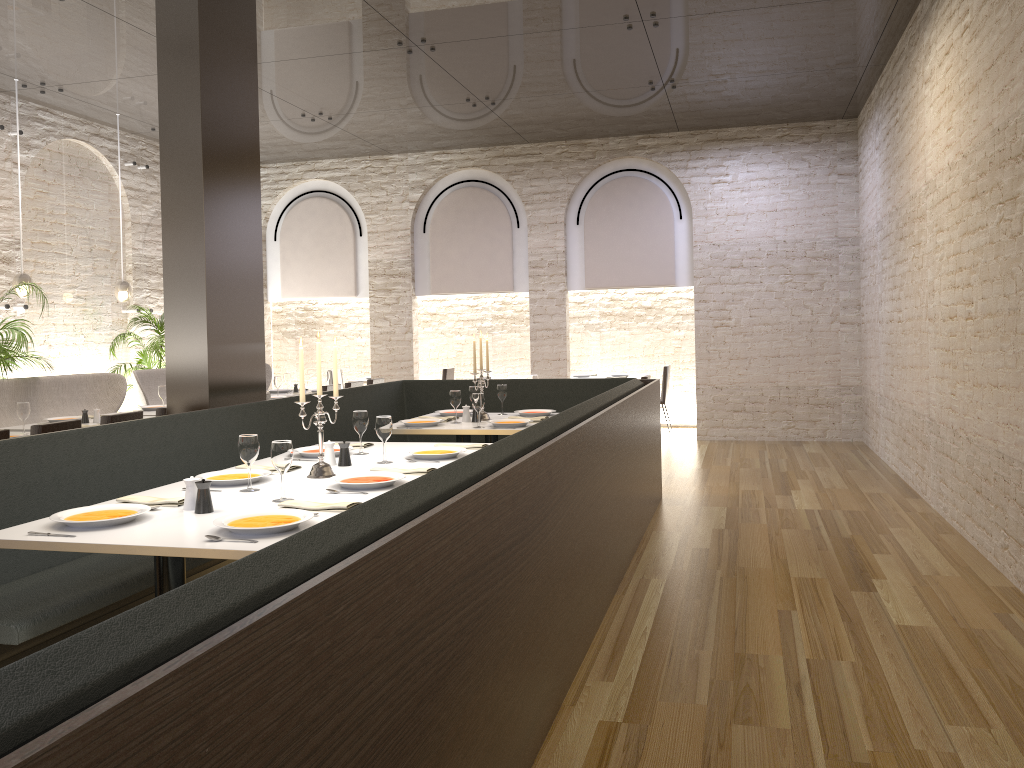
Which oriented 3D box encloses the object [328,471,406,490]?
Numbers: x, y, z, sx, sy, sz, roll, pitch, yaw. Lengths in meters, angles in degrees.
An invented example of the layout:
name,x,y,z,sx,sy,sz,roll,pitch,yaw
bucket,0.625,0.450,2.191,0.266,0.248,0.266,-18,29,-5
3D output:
name,x,y,z,sx,sy,sz,roll,pitch,yaw
object,-0.607,0.410,3.722,0.321,0.036,0.322,1,4,34

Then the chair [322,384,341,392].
name,x,y,z,sx,sy,sz,roll,pitch,yaw
chair,-2.064,0.461,9.091,0.565,0.905,0.412,-1,1,15

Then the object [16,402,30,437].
name,x,y,z,sx,sy,sz,roll,pitch,yaw
object,-3.329,0.240,6.039,0.086,0.231,0.086,-2,1,-33

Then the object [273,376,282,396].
name,x,y,z,sx,sy,sz,roll,pitch,yaw
object,-2.467,0.035,9.331,0.086,0.231,0.086,0,2,45

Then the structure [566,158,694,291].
name,x,y,z,sx,sy,sz,roll,pitch,yaw
structure,1.497,-2.063,11.389,1.633,1.674,0.098,-1,1,15

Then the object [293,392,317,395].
name,x,y,z,sx,sy,sz,roll,pitch,yaw
object,-2.271,0.109,9.807,0.273,0.033,0.143,0,3,15

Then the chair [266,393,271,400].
name,x,y,z,sx,sy,sz,roll,pitch,yaw
chair,-2.421,0.547,7.728,0.565,0.905,0.412,-1,1,15

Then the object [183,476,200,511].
name,x,y,z,sx,sy,sz,roll,pitch,yaw
object,-1.185,0.405,3.284,0.069,0.126,0.069,0,2,38

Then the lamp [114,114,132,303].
name,x,y,z,sx,sy,sz,roll,pitch,yaw
lamp,-4.249,-1.906,9.624,0.178,2.039,0.178,-1,1,-6

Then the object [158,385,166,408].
name,x,y,z,sx,sy,sz,roll,pitch,yaw
object,-3.106,0.130,7.896,0.086,0.231,0.086,0,2,45

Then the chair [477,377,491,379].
name,x,y,z,sx,sy,sz,roll,pitch,yaw
chair,-0.072,0.377,9.792,0.565,0.905,0.412,-1,1,15

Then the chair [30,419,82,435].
name,x,y,z,sx,sy,sz,roll,pitch,yaw
chair,-3.005,0.686,5.495,0.565,0.905,0.412,-1,1,15

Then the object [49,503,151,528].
name,x,y,z,sx,sy,sz,roll,pitch,yaw
object,-1.429,0.464,3.085,0.321,0.036,0.322,-1,3,12

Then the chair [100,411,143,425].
name,x,y,z,sx,sy,sz,roll,pitch,yaw
chair,-2.855,0.650,6.068,0.565,0.905,0.412,-1,1,15

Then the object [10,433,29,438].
name,x,y,z,sx,sy,sz,roll,pitch,yaw
object,-3.326,0.355,5.770,0.322,0.036,0.322,-2,3,-7

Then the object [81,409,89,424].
name,x,y,z,sx,sy,sz,roll,pitch,yaw
object,-3.330,0.251,6.913,0.059,0.109,0.059,-1,1,6

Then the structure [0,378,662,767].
name,x,y,z,sx,sy,sz,roll,pitch,yaw
structure,-1.273,0.772,2.437,2.371,1.000,10.763,-1,3,15

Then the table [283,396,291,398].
name,x,y,z,sx,sy,sz,roll,pitch,yaw
table,-2.714,0.546,9.127,0.936,0.759,1.012,-1,2,15

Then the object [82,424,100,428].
name,x,y,z,sx,sy,sz,roll,pitch,yaw
object,-3.122,0.313,6.555,0.273,0.033,0.143,0,3,15

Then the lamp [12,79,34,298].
name,x,y,z,sx,sy,sz,roll,pitch,yaw
lamp,-4.600,-1.822,8.282,0.178,2.039,0.178,-1,1,-6

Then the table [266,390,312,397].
name,x,y,z,sx,sy,sz,roll,pitch,yaw
table,-2.425,0.477,10.230,0.936,0.759,1.012,-1,2,15

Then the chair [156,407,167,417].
name,x,y,z,sx,sy,sz,roll,pitch,yaw
chair,-2.711,0.616,6.618,0.565,0.905,0.412,-1,1,15

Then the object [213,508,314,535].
name,x,y,z,sx,sy,sz,roll,pitch,yaw
object,-0.816,0.460,2.922,0.321,0.036,0.322,-2,3,-9

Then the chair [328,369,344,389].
name,x,y,z,sx,sy,sz,roll,pitch,yaw
chair,-2.404,0.237,13.185,0.565,0.905,0.412,-1,1,15

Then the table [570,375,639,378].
name,x,y,z,sx,sy,sz,roll,pitch,yaw
table,1.236,0.282,12.238,0.936,0.759,1.012,-1,2,15

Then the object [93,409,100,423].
name,x,y,z,sx,sy,sz,roll,pitch,yaw
object,-3.251,0.247,6.939,0.059,0.109,0.059,-1,1,6

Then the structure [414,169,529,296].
name,x,y,z,sx,sy,sz,roll,pitch,yaw
structure,-0.553,-2.048,11.927,1.633,1.674,0.098,-1,1,15

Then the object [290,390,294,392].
name,x,y,z,sx,sy,sz,roll,pitch,yaw
object,-2.656,0.081,10.465,0.181,0.015,0.038,0,3,16

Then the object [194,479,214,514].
name,x,y,z,sx,sy,sz,roll,pitch,yaw
object,-1.118,0.408,3.215,0.069,0.126,0.069,-3,2,-44

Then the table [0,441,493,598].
name,x,y,z,sx,sy,sz,roll,pitch,yaw
table,-0.891,0.798,3.967,1.100,0.759,2.542,-1,3,15

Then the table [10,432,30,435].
name,x,y,z,sx,sy,sz,roll,pitch,yaw
table,-3.573,0.751,5.845,0.936,0.759,1.012,-1,2,15

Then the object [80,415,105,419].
name,x,y,z,sx,sy,sz,roll,pitch,yaw
object,-3.445,0.274,7.367,0.273,0.033,0.143,0,3,15

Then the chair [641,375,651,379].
name,x,y,z,sx,sy,sz,roll,pitch,yaw
chair,1.197,0.367,9.459,0.565,0.905,0.412,-1,1,15

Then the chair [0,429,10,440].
name,x,y,z,sx,sy,sz,roll,pitch,yaw
chair,-3.147,0.720,4.950,0.565,0.905,0.412,-1,1,15

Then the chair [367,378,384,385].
name,x,y,z,sx,sy,sz,roll,pitch,yaw
chair,-1.776,0.393,10.192,0.565,0.905,0.412,-1,1,15

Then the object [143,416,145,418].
name,x,y,z,sx,sy,sz,roll,pitch,yaw
object,-3.029,0.284,6.902,0.322,0.036,0.322,-2,3,-7

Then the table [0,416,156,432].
name,x,y,z,sx,sy,sz,roll,pitch,yaw
table,-3.277,0.681,6.978,0.936,0.759,1.012,-1,2,15

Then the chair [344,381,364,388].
name,x,y,z,sx,sy,sz,roll,pitch,yaw
chair,-1.922,0.427,9.633,0.565,0.905,0.412,-1,1,15

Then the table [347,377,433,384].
name,x,y,z,sx,sy,sz,roll,pitch,yaw
table,-1.764,0.304,13.024,0.936,0.759,1.012,-1,2,15

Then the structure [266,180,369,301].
name,x,y,z,sx,sy,sz,roll,pitch,yaw
structure,-2.740,-2.031,12.500,1.633,1.674,0.098,-1,1,15

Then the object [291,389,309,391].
name,x,y,z,sx,sy,sz,roll,pitch,yaw
object,-2.594,0.071,10.619,0.273,0.033,0.143,0,3,15

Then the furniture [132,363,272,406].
name,x,y,z,sx,sy,sz,roll,pitch,yaw
furniture,-3.270,0.341,9.996,0.707,1.096,2.588,-1,3,15

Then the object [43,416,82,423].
name,x,y,z,sx,sy,sz,roll,pitch,yaw
object,-3.549,0.288,7.041,0.322,0.036,0.322,-2,3,-7

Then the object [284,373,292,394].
name,x,y,z,sx,sy,sz,roll,pitch,yaw
object,-2.543,-0.004,10.047,0.086,0.231,0.086,0,2,45

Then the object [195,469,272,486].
name,x,y,z,sx,sy,sz,roll,pitch,yaw
object,-1.220,0.414,3.885,0.321,0.036,0.322,1,4,34

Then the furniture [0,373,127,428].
name,x,y,z,sx,sy,sz,roll,pitch,yaw
furniture,-4.201,0.564,6.439,0.708,1.096,4.482,-1,3,15

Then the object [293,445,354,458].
name,x,y,z,sx,sy,sz,roll,pitch,yaw
object,-1.005,0.363,4.708,0.321,0.036,0.322,-1,3,10

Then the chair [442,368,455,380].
name,x,y,z,sx,sy,sz,roll,pitch,yaw
chair,-1.135,0.228,12.852,0.565,0.905,0.412,-1,1,15

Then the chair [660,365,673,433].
name,x,y,z,sx,sy,sz,roll,pitch,yaw
chair,1.878,0.205,12.062,0.565,0.905,0.412,-1,1,15

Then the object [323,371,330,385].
name,x,y,z,sx,sy,sz,roll,pitch,yaw
object,-2.182,-0.033,10.422,0.086,0.231,0.086,0,2,45

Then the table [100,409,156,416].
name,x,y,z,sx,sy,sz,roll,pitch,yaw
table,-2.993,0.613,8.060,0.936,0.759,1.012,-1,2,15

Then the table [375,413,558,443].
name,x,y,z,sx,sy,sz,roll,pitch,yaw
table,-0.244,0.643,6.439,1.100,0.759,1.190,-1,3,15
